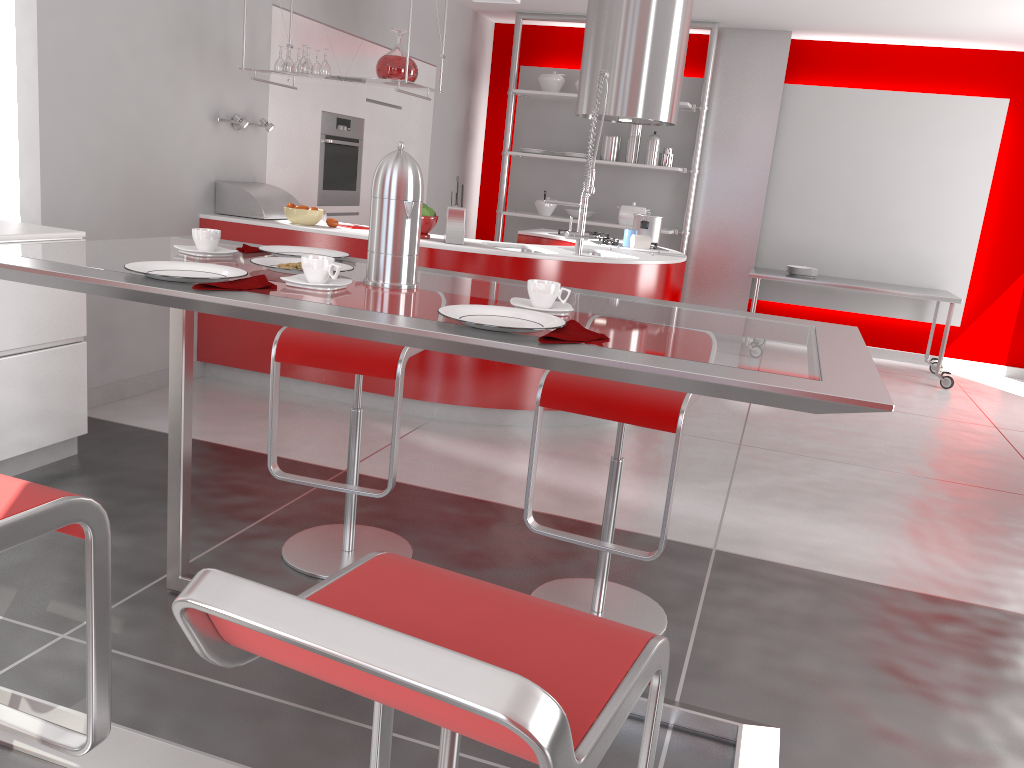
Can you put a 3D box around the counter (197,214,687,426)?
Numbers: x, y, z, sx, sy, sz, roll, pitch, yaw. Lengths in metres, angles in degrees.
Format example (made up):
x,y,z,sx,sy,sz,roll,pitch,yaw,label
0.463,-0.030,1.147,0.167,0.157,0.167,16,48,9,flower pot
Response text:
x,y,z,sx,sy,sz,roll,pitch,yaw,label
-0.199,-0.418,5.199,2.865,0.880,1.868,-5,17,-39,counter

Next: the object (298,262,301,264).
x,y,z,sx,sy,sz,roll,pitch,yaw,label
-0.449,-0.262,1.934,0.034,0.006,0.036,7,13,5,object

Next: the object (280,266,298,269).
x,y,z,sx,sy,sz,roll,pitch,yaw,label
-0.472,-0.244,1.874,0.036,0.006,0.034,5,13,-4,object

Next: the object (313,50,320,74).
x,y,z,sx,sy,sz,roll,pitch,yaw,label
-1.021,-1.674,4.651,0.060,0.141,0.060,10,14,16,object

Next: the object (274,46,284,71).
x,y,z,sx,sy,sz,roll,pitch,yaw,label
-1.208,-1.687,4.625,0.060,0.141,0.060,10,14,16,object

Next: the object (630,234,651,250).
x,y,z,sx,sy,sz,roll,pitch,yaw,label
0.739,-0.823,5.136,0.100,0.080,0.109,3,14,-13,object

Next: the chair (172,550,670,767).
x,y,z,sx,sy,sz,roll,pitch,yaw,label
-0.098,0.585,1.051,0.418,0.857,0.460,12,14,23,chair

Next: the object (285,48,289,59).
x,y,z,sx,sy,sz,roll,pitch,yaw,label
-1.192,-1.705,4.708,0.060,0.141,0.060,10,14,16,object

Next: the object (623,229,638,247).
x,y,z,sx,sy,sz,roll,pitch,yaw,label
0.697,-0.864,5.252,0.080,0.100,0.109,3,13,-10,object

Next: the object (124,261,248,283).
x,y,z,sx,sy,sz,roll,pitch,yaw,label
-0.603,-0.206,1.647,0.217,0.015,0.217,4,13,-8,object

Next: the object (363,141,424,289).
x,y,z,sx,sy,sz,roll,pitch,yaw,label
-0.250,-0.347,1.802,0.149,0.287,0.113,12,14,24,object

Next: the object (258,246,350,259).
x,y,z,sx,sy,sz,roll,pitch,yaw,label
-0.503,-0.314,2.148,0.217,0.015,0.217,-4,16,-36,object

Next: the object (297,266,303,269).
x,y,z,sx,sy,sz,roll,pitch,yaw,label
-0.429,-0.245,1.869,0.034,0.006,0.036,13,15,28,object

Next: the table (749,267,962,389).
x,y,z,sx,sy,sz,roll,pitch,yaw,label
2.708,-0.484,7.181,1.627,0.682,0.749,10,14,17,table

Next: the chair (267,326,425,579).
x,y,z,sx,sy,sz,roll,pitch,yaw,label
-0.486,0.130,2.808,0.418,0.857,0.460,9,14,11,chair

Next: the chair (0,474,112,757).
x,y,z,sx,sy,sz,roll,pitch,yaw,label
-0.888,0.454,1.259,0.418,0.857,0.460,10,14,18,chair

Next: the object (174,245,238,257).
x,y,z,sx,sy,sz,roll,pitch,yaw,label
-0.694,-0.301,2.013,0.119,0.016,0.119,15,16,35,object

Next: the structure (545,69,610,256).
x,y,z,sx,sy,sz,roll,pitch,yaw,label
0.358,-1.119,4.476,0.308,0.920,0.178,-2,15,-29,structure

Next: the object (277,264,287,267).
x,y,z,sx,sy,sz,roll,pitch,yaw,label
-0.485,-0.255,1.912,0.036,0.006,0.034,6,13,0,object

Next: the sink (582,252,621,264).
x,y,z,sx,sy,sz,roll,pitch,yaw,label
0.458,-0.612,4.847,0.326,0.172,0.428,-3,16,-34,sink

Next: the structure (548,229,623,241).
x,y,z,sx,sy,sz,roll,pitch,yaw,label
0.507,-1.019,6.044,0.457,0.037,0.303,-6,18,-42,structure

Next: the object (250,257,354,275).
x,y,z,sx,sy,sz,roll,pitch,yaw,label
-0.449,-0.250,1.899,0.217,0.015,0.217,-4,16,-35,object

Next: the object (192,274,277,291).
x,y,z,sx,sy,sz,roll,pitch,yaw,label
-0.473,-0.181,1.606,0.095,0.012,0.234,9,14,15,object

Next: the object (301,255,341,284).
x,y,z,sx,sy,sz,roll,pitch,yaw,label
-0.367,-0.215,1.688,0.062,0.049,0.078,-3,16,-33,object

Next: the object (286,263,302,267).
x,y,z,sx,sy,sz,roll,pitch,yaw,label
-0.461,-0.254,1.893,0.034,0.006,0.036,-4,16,-35,object

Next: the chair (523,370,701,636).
x,y,z,sx,sy,sz,roll,pitch,yaw,label
0.305,0.267,2.574,0.418,0.857,0.460,11,14,21,chair

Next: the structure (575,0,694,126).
x,y,z,sx,sy,sz,roll,pitch,yaw,label
0.772,-2.140,5.553,0.644,0.958,0.644,2,14,-17,structure

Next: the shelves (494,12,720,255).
x,y,z,sx,sy,sz,roll,pitch,yaw,label
0.723,-1.793,7.661,1.735,2.599,0.535,10,14,16,shelves

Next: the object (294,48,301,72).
x,y,z,sx,sy,sz,roll,pitch,yaw,label
-1.121,-1.686,4.656,0.060,0.141,0.060,10,14,16,object

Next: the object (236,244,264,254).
x,y,z,sx,sy,sz,roll,pitch,yaw,label
-0.632,-0.336,2.192,0.095,0.012,0.234,10,14,16,object

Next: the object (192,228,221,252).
x,y,z,sx,sy,sz,roll,pitch,yaw,label
-0.699,-0.326,2.009,0.078,0.049,0.062,10,14,16,object

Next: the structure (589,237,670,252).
x,y,z,sx,sy,sz,roll,pitch,yaw,label
0.739,-0.885,5.582,0.457,0.037,0.303,4,13,-8,structure

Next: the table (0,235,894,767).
x,y,z,sx,sy,sz,roll,pitch,yaw,label
-0.227,0.297,1.898,1.700,1.000,0.800,10,14,16,table

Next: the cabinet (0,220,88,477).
x,y,z,sx,sy,sz,roll,pitch,yaw,label
-2.193,-0.020,2.644,0.610,0.880,1.802,10,14,16,cabinet

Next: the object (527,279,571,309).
x,y,z,sx,sy,sz,roll,pitch,yaw,label
0.064,-0.167,1.671,0.078,0.049,0.062,16,17,38,object

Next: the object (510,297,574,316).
x,y,z,sx,sy,sz,roll,pitch,yaw,label
0.056,-0.145,1.681,0.119,0.016,0.119,5,13,-3,object

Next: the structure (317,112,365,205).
x,y,z,sx,sy,sz,roll,pitch,yaw,label
-1.136,-1.502,5.980,0.050,0.589,0.599,10,14,16,structure

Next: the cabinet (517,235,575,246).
x,y,z,sx,sy,sz,roll,pitch,yaw,label
-0.438,-0.501,5.305,1.875,0.761,1.025,-1,15,-28,cabinet

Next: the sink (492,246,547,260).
x,y,z,sx,sy,sz,roll,pitch,yaw,label
0.028,-0.603,4.620,0.326,0.172,0.428,0,14,-22,sink

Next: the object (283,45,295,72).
x,y,z,sx,sy,sz,roll,pitch,yaw,label
-1.145,-1.665,4.556,0.060,0.141,0.060,4,13,-7,object

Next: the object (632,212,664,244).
x,y,z,sx,sy,sz,roll,pitch,yaw,label
0.848,-0.985,5.568,0.189,0.185,0.218,1,14,-21,object

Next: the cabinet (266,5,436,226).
x,y,z,sx,sy,sz,roll,pitch,yaw,label
-1.365,-1.413,6.393,0.614,2.026,2.398,10,14,16,cabinet

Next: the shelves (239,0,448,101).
x,y,z,sx,sy,sz,roll,pitch,yaw,label
-0.824,-2.014,4.471,0.934,1.023,0.462,10,14,16,shelves

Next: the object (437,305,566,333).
x,y,z,sx,sy,sz,roll,pitch,yaw,label
-0.017,-0.107,1.484,0.217,0.015,0.217,17,17,39,object
